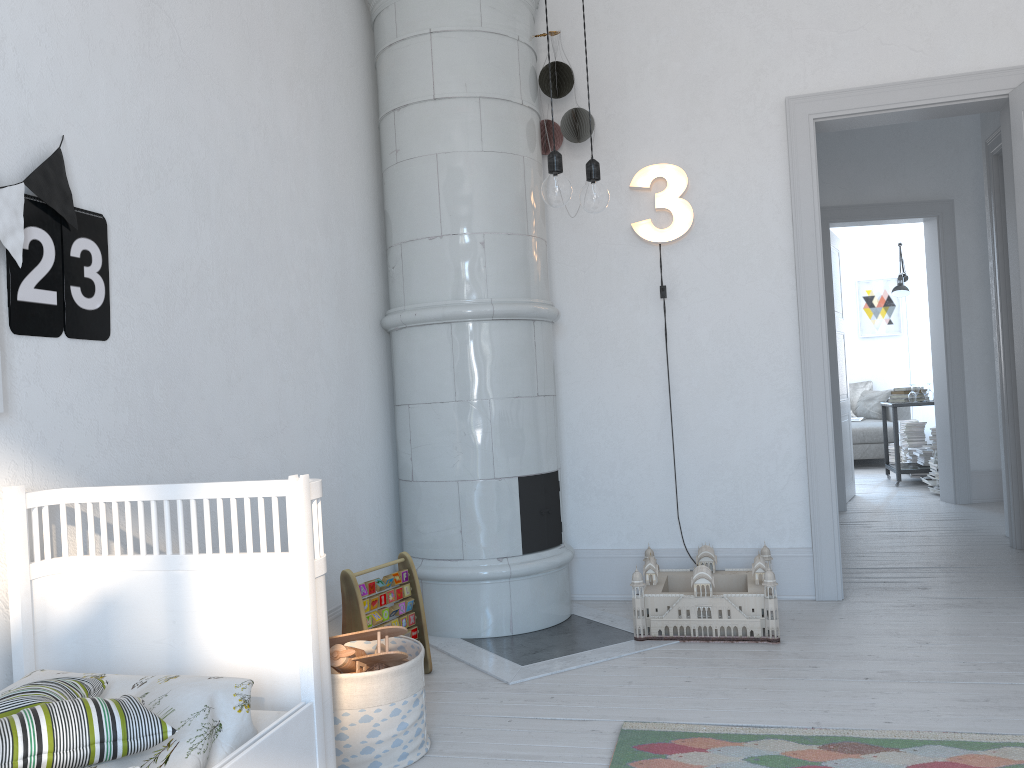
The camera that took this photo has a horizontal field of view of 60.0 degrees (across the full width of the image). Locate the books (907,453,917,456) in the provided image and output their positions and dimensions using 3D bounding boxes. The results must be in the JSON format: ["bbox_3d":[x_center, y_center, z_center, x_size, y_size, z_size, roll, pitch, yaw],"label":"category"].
[{"bbox_3d":[3.749,0.649,8.195,0.161,0.013,0.254,-4,-1,19],"label":"books"}]

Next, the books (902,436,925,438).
[{"bbox_3d":[3.795,0.501,8.387,0.159,0.037,0.285,-4,-1,14],"label":"books"}]

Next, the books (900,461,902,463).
[{"bbox_3d":[3.827,0.761,8.512,0.182,0.016,0.288,-4,-1,24],"label":"books"}]

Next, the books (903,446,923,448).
[{"bbox_3d":[3.807,0.593,8.392,0.161,0.034,0.254,-4,-1,14],"label":"books"}]

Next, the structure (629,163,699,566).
[{"bbox_3d":[0.827,-0.014,3.930,0.513,1.946,0.065,-3,0,14],"label":"structure"}]

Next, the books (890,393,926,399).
[{"bbox_3d":[3.525,0.105,7.874,0.284,0.033,0.197,-3,-1,-35],"label":"books"}]

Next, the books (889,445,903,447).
[{"bbox_3d":[3.917,0.605,8.804,0.285,0.012,0.159,-3,-1,-6],"label":"books"}]

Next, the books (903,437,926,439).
[{"bbox_3d":[3.809,0.515,8.405,0.161,0.035,0.256,-4,-1,14],"label":"books"}]

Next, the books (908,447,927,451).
[{"bbox_3d":[3.745,0.599,8.189,0.161,0.012,0.254,-4,-1,24],"label":"books"}]

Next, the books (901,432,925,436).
[{"bbox_3d":[3.796,0.476,8.407,0.167,0.040,0.263,-4,-1,14],"label":"books"}]

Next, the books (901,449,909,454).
[{"bbox_3d":[3.833,0.646,8.503,0.176,0.025,0.330,-4,-1,19],"label":"books"}]

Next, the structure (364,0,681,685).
[{"bbox_3d":[-0.064,-0.354,3.685,0.800,2.879,1.256,-3,0,-31],"label":"structure"}]

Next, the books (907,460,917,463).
[{"bbox_3d":[3.755,0.707,8.187,0.161,0.012,0.254,-4,-1,14],"label":"books"}]

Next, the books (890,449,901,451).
[{"bbox_3d":[3.905,0.644,8.793,0.254,0.013,0.161,-3,-1,-16],"label":"books"}]

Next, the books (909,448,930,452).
[{"bbox_3d":[3.760,0.611,8.182,0.159,0.012,0.285,-4,-1,29],"label":"books"}]

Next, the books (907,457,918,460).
[{"bbox_3d":[3.743,0.683,8.187,0.161,0.013,0.256,-4,-1,29],"label":"books"}]

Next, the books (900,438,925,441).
[{"bbox_3d":[3.780,0.529,8.387,0.182,0.041,0.288,-4,-1,14],"label":"books"}]

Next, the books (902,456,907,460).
[{"bbox_3d":[3.838,0.706,8.506,0.159,0.012,0.285,-4,-1,19],"label":"books"}]

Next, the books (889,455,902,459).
[{"bbox_3d":[3.914,0.718,8.805,0.296,0.028,0.180,-3,-1,-11],"label":"books"}]

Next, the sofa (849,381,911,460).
[{"bbox_3d":[3.359,0.453,10.128,2.220,0.888,1.974,-4,-1,15],"label":"sofa"}]

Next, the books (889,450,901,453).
[{"bbox_3d":[3.903,0.659,8.791,0.263,0.017,0.167,-3,-1,-16],"label":"books"}]

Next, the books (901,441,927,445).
[{"bbox_3d":[3.797,0.560,8.385,0.176,0.053,0.331,-4,-1,14],"label":"books"}]

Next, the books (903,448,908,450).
[{"bbox_3d":[3.832,0.613,8.490,0.161,0.012,0.254,-4,-1,19],"label":"books"}]

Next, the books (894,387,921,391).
[{"bbox_3d":[3.522,0.044,7.873,0.204,0.025,0.144,-3,-1,-20],"label":"books"}]

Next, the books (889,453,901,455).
[{"bbox_3d":[3.913,0.685,8.807,0.285,0.012,0.159,-3,-1,-11],"label":"books"}]

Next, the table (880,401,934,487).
[{"bbox_3d":[3.584,0.501,7.719,0.602,0.702,0.637,-3,-1,14],"label":"table"}]

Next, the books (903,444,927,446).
[{"bbox_3d":[3.807,0.579,8.378,0.159,0.037,0.285,-4,-1,14],"label":"books"}]

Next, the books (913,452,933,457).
[{"bbox_3d":[3.609,0.613,7.712,0.175,0.036,0.273,-4,-1,14],"label":"books"}]

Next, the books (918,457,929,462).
[{"bbox_3d":[3.655,0.661,7.715,0.182,0.031,0.288,-4,-1,14],"label":"books"}]

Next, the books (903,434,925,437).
[{"bbox_3d":[3.803,0.489,8.397,0.161,0.034,0.254,-4,-1,14],"label":"books"}]

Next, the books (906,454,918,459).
[{"bbox_3d":[3.758,0.666,8.187,0.174,0.021,0.273,-4,-1,14],"label":"books"}]

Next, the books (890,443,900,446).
[{"bbox_3d":[3.908,0.593,8.791,0.254,0.012,0.161,-3,-1,-11],"label":"books"}]

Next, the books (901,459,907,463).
[{"bbox_3d":[3.838,0.739,8.503,0.180,0.028,0.296,-4,-1,19],"label":"books"}]

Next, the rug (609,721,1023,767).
[{"bbox_3d":[0.702,0.926,1.390,1.320,0.016,2.028,-4,-1,14],"label":"rug"}]

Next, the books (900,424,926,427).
[{"bbox_3d":[3.793,0.394,8.401,0.182,0.041,0.288,-4,-1,14],"label":"books"}]

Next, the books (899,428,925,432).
[{"bbox_3d":[3.774,0.435,8.383,0.180,0.053,0.297,-4,-1,14],"label":"books"}]

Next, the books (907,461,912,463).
[{"bbox_3d":[3.752,0.722,8.197,0.167,0.017,0.263,-4,-1,19],"label":"books"}]

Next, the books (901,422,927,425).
[{"bbox_3d":[3.801,0.377,8.394,0.182,0.041,0.288,-4,-1,14],"label":"books"}]

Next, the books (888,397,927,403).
[{"bbox_3d":[3.527,0.139,7.874,0.284,0.035,0.197,-3,-1,-20],"label":"books"}]

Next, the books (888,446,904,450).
[{"bbox_3d":[3.908,0.625,8.805,0.330,0.025,0.176,-3,-1,-11],"label":"books"}]

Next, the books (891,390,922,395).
[{"bbox_3d":[3.528,0.072,7.873,0.254,0.032,0.174,-3,-1,-15],"label":"books"}]

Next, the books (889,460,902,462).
[{"bbox_3d":[3.899,0.756,8.803,0.288,0.016,0.182,-3,-1,-21],"label":"books"}]

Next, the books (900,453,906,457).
[{"bbox_3d":[3.828,0.679,8.490,0.167,0.017,0.263,-4,-1,14],"label":"books"}]

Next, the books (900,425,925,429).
[{"bbox_3d":[3.794,0.413,8.401,0.174,0.044,0.274,-4,-1,14],"label":"books"}]

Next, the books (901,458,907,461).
[{"bbox_3d":[3.841,0.718,8.493,0.161,0.012,0.254,-3,-1,9],"label":"books"}]

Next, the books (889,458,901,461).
[{"bbox_3d":[3.902,0.740,8.813,0.288,0.016,0.182,-3,-1,-6],"label":"books"}]

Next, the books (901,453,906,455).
[{"bbox_3d":[3.830,0.665,8.491,0.161,0.013,0.254,-4,-1,14],"label":"books"}]

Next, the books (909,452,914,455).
[{"bbox_3d":[3.760,0.630,8.192,0.176,0.025,0.330,-4,-1,24],"label":"books"}]

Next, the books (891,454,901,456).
[{"bbox_3d":[3.916,0.697,8.794,0.254,0.012,0.161,-3,-1,-21],"label":"books"}]

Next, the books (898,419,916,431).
[{"bbox_3d":[3.880,0.466,8.709,0.172,0.235,0.112,-3,0,14],"label":"books"}]

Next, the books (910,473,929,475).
[{"bbox_3d":[3.773,0.820,8.202,0.182,0.016,0.288,-4,-1,19],"label":"books"}]

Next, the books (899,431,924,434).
[{"bbox_3d":[3.780,0.459,8.404,0.182,0.041,0.288,-4,-1,14],"label":"books"}]

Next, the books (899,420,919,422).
[{"bbox_3d":[3.880,0.471,8.664,0.172,0.239,0.093,-3,0,14],"label":"books"}]

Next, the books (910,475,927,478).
[{"bbox_3d":[3.776,0.841,8.185,0.182,0.016,0.288,-4,-1,24],"label":"books"}]

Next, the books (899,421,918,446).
[{"bbox_3d":[3.864,0.484,8.627,0.174,0.242,0.105,-3,0,14],"label":"books"}]
